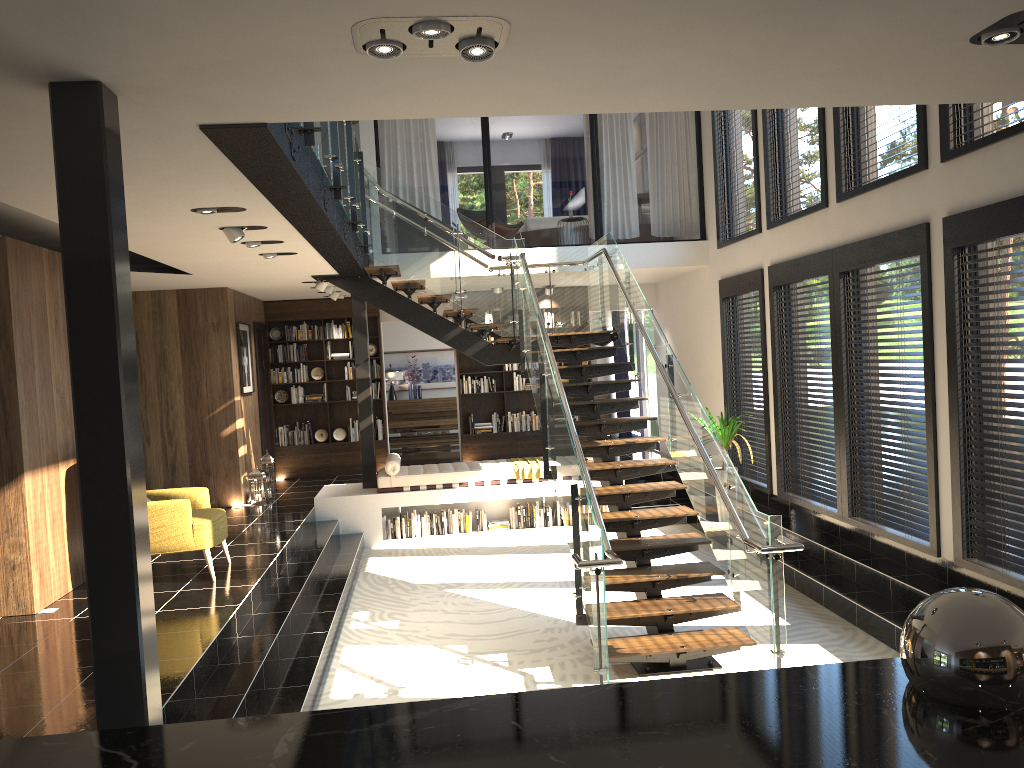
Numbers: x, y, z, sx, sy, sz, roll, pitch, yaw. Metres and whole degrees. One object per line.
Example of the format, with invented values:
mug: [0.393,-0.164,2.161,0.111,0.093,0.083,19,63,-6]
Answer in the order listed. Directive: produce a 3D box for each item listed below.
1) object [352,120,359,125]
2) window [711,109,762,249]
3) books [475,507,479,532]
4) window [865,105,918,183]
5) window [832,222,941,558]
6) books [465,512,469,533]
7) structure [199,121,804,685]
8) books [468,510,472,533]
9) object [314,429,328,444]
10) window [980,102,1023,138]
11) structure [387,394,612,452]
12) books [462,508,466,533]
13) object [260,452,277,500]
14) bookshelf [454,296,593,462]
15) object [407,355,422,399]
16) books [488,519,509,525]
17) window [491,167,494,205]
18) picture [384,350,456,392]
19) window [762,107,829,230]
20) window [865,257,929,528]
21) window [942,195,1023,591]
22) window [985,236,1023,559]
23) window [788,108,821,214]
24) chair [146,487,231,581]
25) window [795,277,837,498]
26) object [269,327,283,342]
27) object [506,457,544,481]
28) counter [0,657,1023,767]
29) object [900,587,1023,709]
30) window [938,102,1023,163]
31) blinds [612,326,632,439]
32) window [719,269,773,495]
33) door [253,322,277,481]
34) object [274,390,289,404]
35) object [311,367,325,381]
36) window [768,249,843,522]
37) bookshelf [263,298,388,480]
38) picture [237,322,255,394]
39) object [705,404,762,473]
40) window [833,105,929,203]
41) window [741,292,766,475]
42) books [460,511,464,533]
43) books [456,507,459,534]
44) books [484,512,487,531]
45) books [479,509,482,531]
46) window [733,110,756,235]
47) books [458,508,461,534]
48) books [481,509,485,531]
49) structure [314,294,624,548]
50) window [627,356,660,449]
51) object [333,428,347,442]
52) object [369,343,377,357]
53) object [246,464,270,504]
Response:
object: [-1.972,-2.274,8.110,1.464,1.555,1.260,-4,2,-17]
window: [2.724,-2.900,10.267,0.358,2.477,1.392,-3,2,-6]
books: [-0.432,1.682,11.024,0.030,0.284,0.176,-3,2,-6]
window: [3.111,-2.826,7.092,0.005,2.298,1.220,-3,2,-6]
window: [3.189,0.026,7.277,0.358,2.477,1.497,-3,2,-6]
books: [-0.555,1.716,10.972,0.028,0.233,0.205,-3,2,-6]
structure: [-0.180,-0.048,7.543,3.447,4.871,7.276,-3,2,-6]
books: [-0.518,1.701,10.983,0.050,0.258,0.215,-3,2,-6]
object: [-2.903,0.793,13.505,0.212,0.222,0.082,-3,2,-6]
window: [3.268,-2.787,5.515,0.005,2.298,1.220,-3,2,-6]
structure: [-1.244,0.735,17.185,6.276,0.982,0.885,-3,2,-6]
books: [-0.594,1.687,11.011,0.036,0.294,0.128,-3,2,-6]
object: [-3.130,1.160,11.403,0.182,0.643,0.182,-3,2,-6]
bookshelf: [0.197,-0.115,13.810,2.090,2.684,0.273,-3,2,-6]
object: [-1.891,-0.123,17.133,0.272,0.860,0.270,-3,2,9]
books: [-0.172,1.723,11.060,0.249,0.026,0.148,-3,2,-8]
window: [-0.242,-3.025,17.026,3.523,2.313,0.184,-3,2,-6]
picture: [-0.907,-0.311,17.370,3.543,0.749,0.035,-3,2,-6]
window: [2.882,-2.861,8.680,0.358,2.477,1.392,-3,2,-6]
window: [3.261,0.023,7.275,0.005,2.298,1.312,-3,2,-6]
window: [3.352,0.066,5.641,0.358,2.477,1.392,-3,2,-6]
window: [3.424,0.063,5.640,0.005,2.298,1.220,-3,2,-6]
window: [2.953,-2.865,8.679,0.005,2.298,1.220,-3,2,-6]
chair: [-2.905,1.043,7.312,1.030,1.098,0.807,-3,2,-7]
window: [3.113,-0.014,8.762,0.005,2.298,1.312,-3,2,-6]
object: [-3.556,-0.747,13.378,0.212,0.222,0.082,-3,2,-6]
object: [0.192,1.228,11.448,0.466,0.510,1.166,-3,2,-6]
counter: [0.198,0.586,1.299,3.573,0.041,0.698,-3,2,-6]
object: [0.797,0.469,1.539,0.227,0.228,0.227,-1,3,45]
window: [3.197,-2.783,5.516,0.358,2.477,1.392,-3,2,-6]
blinds: [2.038,-0.278,16.703,0.161,2.772,1.079,-3,2,-7]
window: [2.879,-0.047,10.391,0.358,2.477,1.392,-3,2,-6]
door: [-3.607,0.297,12.826,0.104,2.349,0.930,-3,2,-6]
object: [-3.493,0.196,13.445,0.212,0.222,0.082,-3,2,-6]
object: [-2.956,-0.151,13.485,0.212,0.222,0.082,-3,2,-6]
window: [3.041,-0.010,8.764,0.358,2.477,1.497,-3,2,-6]
bookshelf: [-2.809,0.058,13.518,1.703,2.684,0.273,-3,2,-6]
picture: [-3.474,-0.335,11.586,0.028,0.912,0.748,-3,2,-6]
object: [2.372,0.919,9.915,0.876,1.339,0.830,-4,2,-17]
window: [3.040,-2.822,7.093,0.358,2.477,1.392,-3,2,-6]
window: [2.951,-0.051,10.390,0.005,2.298,1.220,-3,2,-6]
books: [-0.625,1.710,10.998,0.034,0.252,0.151,-3,2,-6]
books: [-0.675,1.686,10.973,0.020,0.305,0.172,-3,2,-6]
books: [-0.335,1.710,11.026,0.030,0.218,0.186,-3,2,-6]
books: [-0.396,1.696,11.045,0.045,0.252,0.142,-3,2,-6]
window: [2.795,-2.903,10.266,0.005,2.298,1.220,-3,2,-6]
books: [-0.653,1.691,10.979,0.023,0.293,0.157,-3,2,-6]
books: [-0.361,1.692,11.022,0.020,0.258,0.154,-3,2,-6]
structure: [-0.602,0.269,11.321,3.781,3.246,1.148,-3,2,-6]
window: [2.310,-0.178,15.829,0.184,2.477,2.979,-3,2,-6]
object: [-2.629,0.778,13.527,0.212,0.222,0.082,-3,2,-6]
object: [-2.162,-0.513,13.532,0.212,0.222,0.082,-3,2,-6]
object: [-3.202,1.251,11.168,0.262,0.484,0.262,-3,2,-6]
